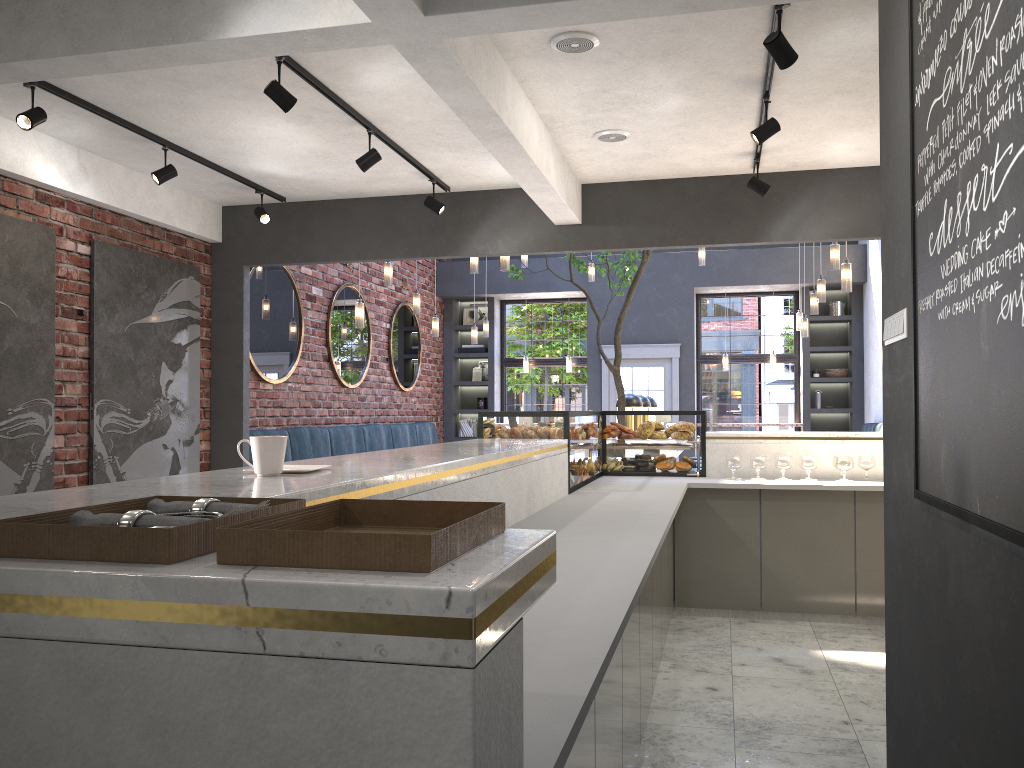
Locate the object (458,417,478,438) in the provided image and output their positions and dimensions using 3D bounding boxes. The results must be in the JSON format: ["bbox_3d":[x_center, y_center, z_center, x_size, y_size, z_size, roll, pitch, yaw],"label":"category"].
[{"bbox_3d":[-0.675,0.652,13.546,0.250,0.323,0.241,0,-1,13],"label":"object"}]

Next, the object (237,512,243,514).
[{"bbox_3d":[-0.423,0.169,1.094,0.192,0.024,0.025,-1,-1,13],"label":"object"}]

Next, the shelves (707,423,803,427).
[{"bbox_3d":[1.924,0.593,12.944,4.403,0.043,0.384,-1,-2,13],"label":"shelves"}]

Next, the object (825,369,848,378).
[{"bbox_3d":[4.523,-0.147,12.357,0.305,0.123,0.305,-1,-2,34],"label":"object"}]

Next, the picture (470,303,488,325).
[{"bbox_3d":[-0.477,-1.068,13.727,0.361,0.369,0.055,0,-1,13],"label":"picture"}]

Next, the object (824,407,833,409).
[{"bbox_3d":[4.388,0.328,12.281,0.130,0.026,0.130,0,-2,-4],"label":"object"}]

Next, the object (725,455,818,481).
[{"bbox_3d":[1.679,0.541,5.766,0.575,0.147,0.256,-1,-2,13],"label":"object"}]

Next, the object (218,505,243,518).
[{"bbox_3d":[-0.423,0.161,1.094,0.192,0.024,0.025,-1,-1,13],"label":"object"}]

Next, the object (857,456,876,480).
[{"bbox_3d":[2.265,0.536,5.665,0.114,0.147,0.114,-1,-1,18],"label":"object"}]

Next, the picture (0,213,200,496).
[{"bbox_3d":[-2.839,0.039,5.735,0.033,2.027,2.822,0,-2,13],"label":"picture"}]

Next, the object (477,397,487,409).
[{"bbox_3d":[-0.452,0.296,13.486,0.152,0.181,0.152,1,-2,-39],"label":"object"}]

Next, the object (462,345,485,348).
[{"bbox_3d":[-0.588,-0.569,13.554,0.327,0.039,0.227,0,-2,3],"label":"object"}]

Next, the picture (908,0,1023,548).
[{"bbox_3d":[0.892,-0.604,1.707,0.014,1.753,1.147,0,-1,13],"label":"picture"}]

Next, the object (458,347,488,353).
[{"bbox_3d":[-0.586,-0.508,13.541,0.412,0.084,0.286,-1,-2,13],"label":"object"}]

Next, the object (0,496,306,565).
[{"bbox_3d":[-0.427,0.172,1.082,0.231,0.038,0.307,-1,-2,13],"label":"object"}]

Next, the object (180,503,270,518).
[{"bbox_3d":[-0.408,0.167,1.159,0.192,0.024,0.025,-1,-1,13],"label":"object"}]

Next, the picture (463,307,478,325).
[{"bbox_3d":[-0.646,-1.042,13.731,0.230,0.313,0.061,0,-1,13],"label":"picture"}]

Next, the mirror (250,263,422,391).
[{"bbox_3d":[-1.823,-0.706,10.064,0.036,1.510,4.774,0,-2,13],"label":"mirror"}]

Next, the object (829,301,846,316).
[{"bbox_3d":[4.544,-1.042,12.384,0.214,0.215,0.213,-1,-2,23],"label":"object"}]

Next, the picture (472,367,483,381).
[{"bbox_3d":[-0.538,-0.143,13.707,0.161,0.227,0.049,0,-1,14],"label":"picture"}]

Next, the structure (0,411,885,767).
[{"bbox_3d":[1.121,0.757,3.480,3.205,1.300,5.806,-1,-2,13],"label":"structure"}]

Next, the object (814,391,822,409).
[{"bbox_3d":[4.261,0.219,12.341,0.098,0.248,0.098,1,-2,-37],"label":"object"}]

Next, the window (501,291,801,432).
[{"bbox_3d":[0.546,-1.612,7.241,6.405,5.363,12.712,0,-2,13],"label":"window"}]

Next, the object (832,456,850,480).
[{"bbox_3d":[2.118,0.538,5.700,0.114,0.147,0.114,-1,-1,18],"label":"object"}]

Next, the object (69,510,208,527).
[{"bbox_3d":[-0.442,0.169,1.054,0.175,0.039,0.056,-1,-2,13],"label":"object"}]

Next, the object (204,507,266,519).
[{"bbox_3d":[-0.408,0.171,1.159,0.192,0.024,0.025,-1,-1,13],"label":"object"}]

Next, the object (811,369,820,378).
[{"bbox_3d":[4.248,-0.143,12.398,0.116,0.119,0.117,0,-1,-10],"label":"object"}]

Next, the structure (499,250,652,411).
[{"bbox_3d":[1.135,-1.436,8.492,2.807,5.987,3.745,1,-2,-33],"label":"structure"}]

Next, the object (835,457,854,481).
[{"bbox_3d":[2.088,0.534,5.572,0.114,0.147,0.114,-1,-1,18],"label":"object"}]

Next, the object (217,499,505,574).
[{"bbox_3d":[-0.156,0.169,1.030,0.231,0.038,0.307,-1,-2,13],"label":"object"}]

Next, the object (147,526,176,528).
[{"bbox_3d":[-0.458,0.163,0.981,0.197,0.015,0.043,-1,-2,17],"label":"object"}]

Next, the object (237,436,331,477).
[{"bbox_3d":[-0.584,0.179,2.259,0.176,0.097,0.301,0,-2,5],"label":"object"}]

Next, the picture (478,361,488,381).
[{"bbox_3d":[-0.407,-0.194,13.703,0.247,0.326,0.044,0,-1,13],"label":"picture"}]

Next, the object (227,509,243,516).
[{"bbox_3d":[-0.423,0.165,1.094,0.192,0.024,0.025,-1,-1,13],"label":"object"}]

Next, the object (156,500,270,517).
[{"bbox_3d":[-0.408,0.163,1.159,0.192,0.024,0.025,-1,-1,13],"label":"object"}]
